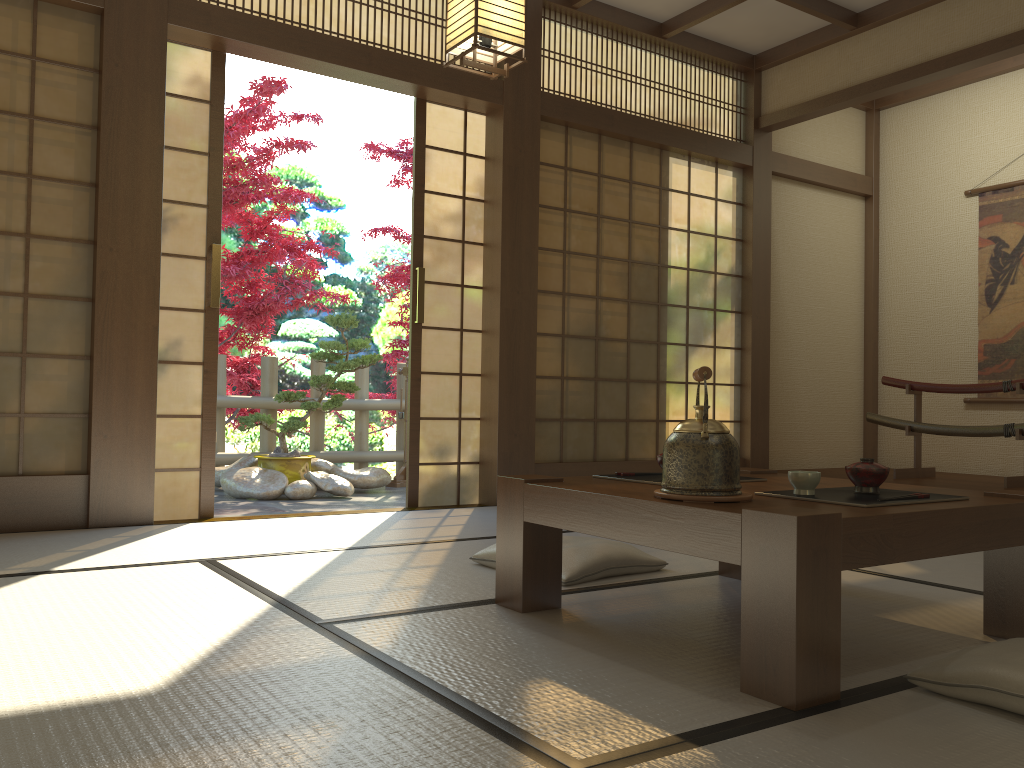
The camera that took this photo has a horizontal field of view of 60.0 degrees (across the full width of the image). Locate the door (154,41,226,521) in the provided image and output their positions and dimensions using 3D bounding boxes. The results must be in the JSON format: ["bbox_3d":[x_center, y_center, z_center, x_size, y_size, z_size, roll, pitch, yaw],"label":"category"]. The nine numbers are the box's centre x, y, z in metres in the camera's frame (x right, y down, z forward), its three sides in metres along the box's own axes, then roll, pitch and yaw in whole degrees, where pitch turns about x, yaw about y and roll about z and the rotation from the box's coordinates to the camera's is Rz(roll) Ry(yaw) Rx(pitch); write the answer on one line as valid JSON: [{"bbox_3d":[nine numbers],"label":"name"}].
[{"bbox_3d":[-2.179,-0.497,3.712,1.894,2.380,0.073,2,-2,-34],"label":"door"}]

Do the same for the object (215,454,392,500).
[{"bbox_3d":[-1.525,0.667,6.489,1.260,0.276,1.147,2,-2,-38],"label":"object"}]

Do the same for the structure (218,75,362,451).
[{"bbox_3d":[-2.966,-1.070,7.329,3.412,4.004,3.045,1,-2,-1],"label":"structure"}]

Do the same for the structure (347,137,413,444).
[{"bbox_3d":[-0.041,-0.963,9.382,3.045,4.004,3.412,2,-2,-31],"label":"structure"}]

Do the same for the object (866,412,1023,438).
[{"bbox_3d":[2.784,0.252,5.426,0.100,0.144,1.369,2,-2,-32],"label":"object"}]

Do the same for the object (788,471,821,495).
[{"bbox_3d":[0.684,0.232,2.076,0.074,0.052,0.073,1,-2,9],"label":"object"}]

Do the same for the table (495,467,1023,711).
[{"bbox_3d":[0.650,0.435,2.291,1.000,0.350,1.000,2,-2,-34],"label":"table"}]

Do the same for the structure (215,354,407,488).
[{"bbox_3d":[-1.870,0.334,7.042,7.456,1.136,0.245,2,-2,-34],"label":"structure"}]

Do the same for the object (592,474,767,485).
[{"bbox_3d":[0.481,0.270,2.547,0.400,0.007,0.300,2,-2,-34],"label":"object"}]

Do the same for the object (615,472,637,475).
[{"bbox_3d":[0.385,0.263,2.619,0.200,0.008,0.008,2,-2,-33],"label":"object"}]

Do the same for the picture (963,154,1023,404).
[{"bbox_3d":[3.464,-0.732,5.868,0.038,1.725,0.952,2,-2,-34],"label":"picture"}]

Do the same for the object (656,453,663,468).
[{"bbox_3d":[0.457,0.222,2.498,0.100,0.080,0.100,2,-2,-34],"label":"object"}]

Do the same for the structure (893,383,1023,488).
[{"bbox_3d":[2.808,0.302,5.466,0.446,0.604,0.712,2,-2,-34],"label":"structure"}]

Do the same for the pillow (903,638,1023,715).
[{"bbox_3d":[1.101,0.565,1.651,0.486,0.107,0.496,2,-2,-30],"label":"pillow"}]

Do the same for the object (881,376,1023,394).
[{"bbox_3d":[2.801,0.000,5.413,0.086,0.121,1.186,2,-2,-32],"label":"object"}]

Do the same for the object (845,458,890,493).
[{"bbox_3d":[0.852,0.219,2.128,0.100,0.080,0.100,2,-2,-34],"label":"object"}]

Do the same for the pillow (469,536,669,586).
[{"bbox_3d":[0.190,0.585,3.014,0.496,0.107,0.486,2,-2,-40],"label":"pillow"}]

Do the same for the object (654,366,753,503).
[{"bbox_3d":[0.432,0.110,2.013,0.219,0.296,0.226,2,-2,-39],"label":"object"}]

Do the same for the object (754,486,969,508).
[{"bbox_3d":[0.825,0.264,2.094,0.400,0.007,0.300,2,-2,-34],"label":"object"}]

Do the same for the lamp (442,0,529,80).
[{"bbox_3d":[-0.090,-1.720,3.299,0.240,1.129,0.240,2,-2,-34],"label":"lamp"}]

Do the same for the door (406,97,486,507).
[{"bbox_3d":[0.249,-0.410,5.335,1.894,2.380,0.073,2,-2,-34],"label":"door"}]

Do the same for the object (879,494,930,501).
[{"bbox_3d":[0.881,0.255,1.992,0.200,0.008,0.008,2,-2,-36],"label":"object"}]

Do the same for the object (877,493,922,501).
[{"bbox_3d":[0.876,0.255,2.004,0.200,0.008,0.008,2,-2,-40],"label":"object"}]

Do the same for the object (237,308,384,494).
[{"bbox_3d":[-1.476,0.117,6.546,1.032,1.362,0.586,1,-2,-8],"label":"object"}]

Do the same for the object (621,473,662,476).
[{"bbox_3d":[0.394,0.263,2.604,0.200,0.008,0.008,2,-2,-38],"label":"object"}]

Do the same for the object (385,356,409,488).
[{"bbox_3d":[-0.516,0.295,6.982,1.045,1.061,0.368,0,-2,35],"label":"object"}]
